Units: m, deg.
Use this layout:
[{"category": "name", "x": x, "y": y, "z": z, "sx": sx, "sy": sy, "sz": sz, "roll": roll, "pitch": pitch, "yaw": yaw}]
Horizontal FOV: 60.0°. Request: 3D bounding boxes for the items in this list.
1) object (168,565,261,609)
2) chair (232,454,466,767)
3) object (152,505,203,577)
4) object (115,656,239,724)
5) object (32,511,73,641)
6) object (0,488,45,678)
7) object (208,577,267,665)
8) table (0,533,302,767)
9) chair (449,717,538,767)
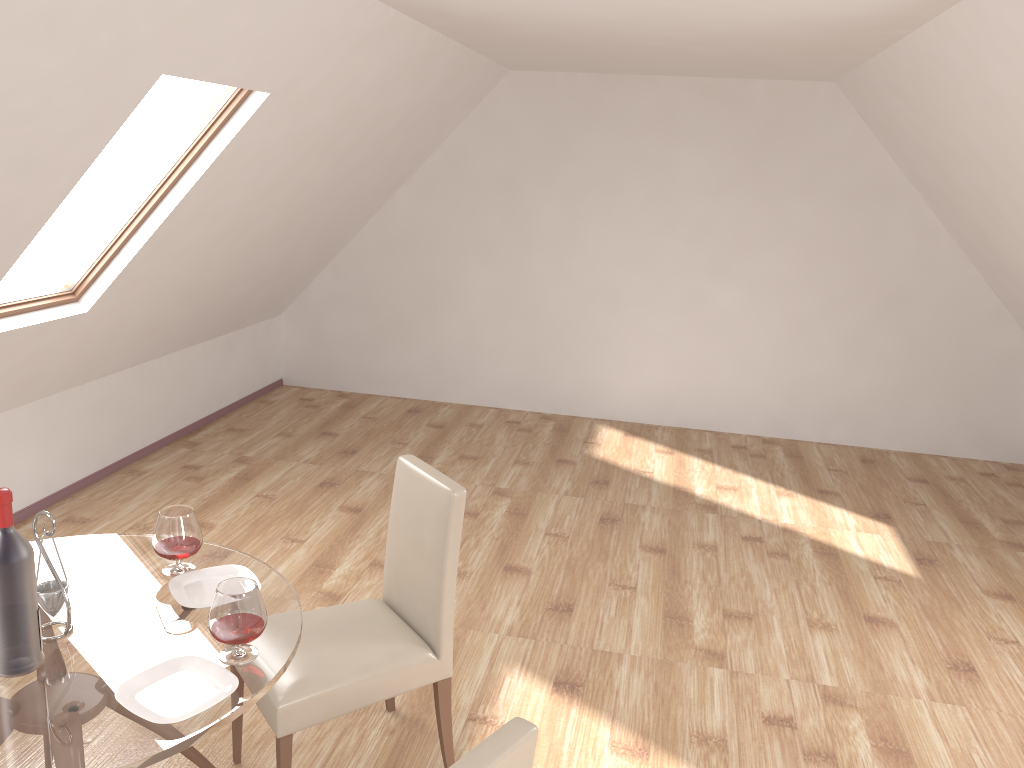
[{"category": "object", "x": -0.815, "y": 0.562, "z": 2.435, "sx": 0.228, "sy": 0.020, "sz": 0.228, "roll": -6, "pitch": 17, "yaw": -33}, {"category": "chair", "x": -0.518, "y": 0.783, "z": 2.776, "sx": 0.618, "sy": 0.999, "sz": 0.477, "roll": -6, "pitch": 17, "yaw": -33}, {"category": "object", "x": -0.953, "y": 0.446, "z": 2.529, "sx": 0.136, "sy": 0.183, "sz": 0.136, "roll": 1, "pitch": 14, "yaw": -10}, {"category": "object", "x": -0.742, "y": 0.684, "z": 1.971, "sx": 0.228, "sy": 0.020, "sz": 0.228, "roll": 12, "pitch": 17, "yaw": 32}, {"category": "object", "x": -1.124, "y": 0.460, "z": 2.153, "sx": 0.086, "sy": 0.322, "sz": 0.096, "roll": -4, "pitch": 16, "yaw": -25}, {"category": "object", "x": -1.127, "y": 0.442, "z": 1.992, "sx": 0.109, "sy": 0.435, "sz": 0.109, "roll": 5, "pitch": 14, "yaw": 6}, {"category": "object", "x": -0.656, "y": 0.566, "z": 2.122, "sx": 0.136, "sy": 0.183, "sz": 0.136, "roll": 1, "pitch": 14, "yaw": -10}, {"category": "table", "x": -1.155, "y": 0.989, "z": 2.287, "sx": 1.198, "sy": 0.770, "sz": 1.198, "roll": 12, "pitch": 17, "yaw": 30}, {"category": "chair", "x": -0.332, "y": 1.060, "z": 1.731, "sx": 0.618, "sy": 0.999, "sz": 0.477, "roll": 13, "pitch": 17, "yaw": 34}]
